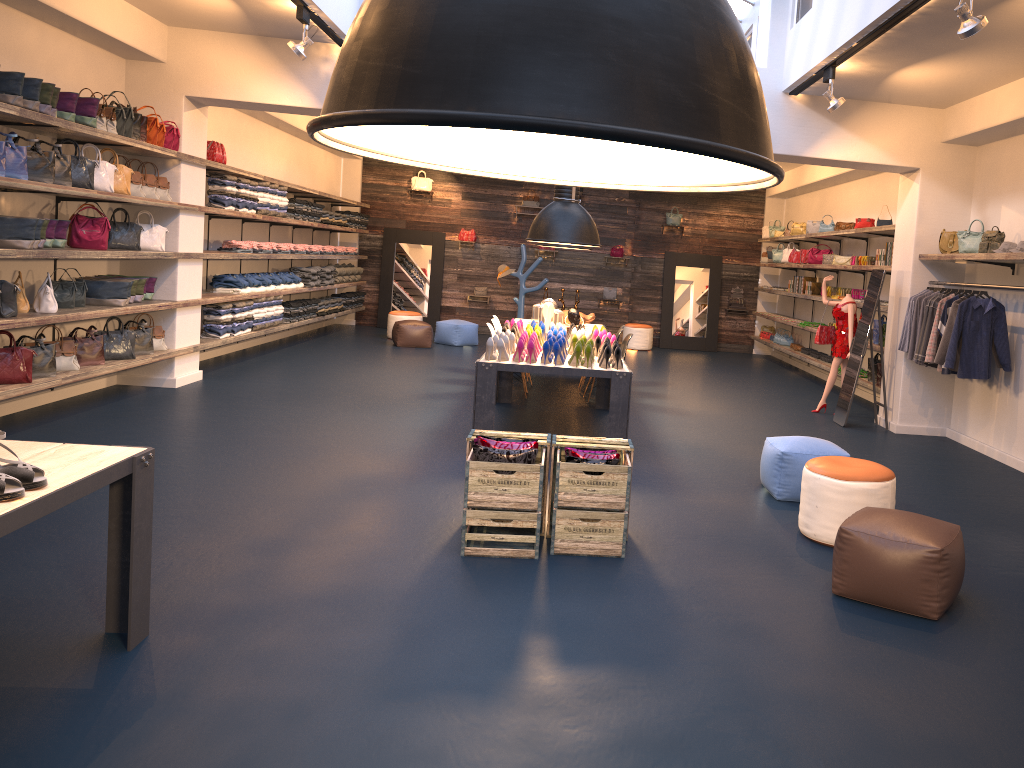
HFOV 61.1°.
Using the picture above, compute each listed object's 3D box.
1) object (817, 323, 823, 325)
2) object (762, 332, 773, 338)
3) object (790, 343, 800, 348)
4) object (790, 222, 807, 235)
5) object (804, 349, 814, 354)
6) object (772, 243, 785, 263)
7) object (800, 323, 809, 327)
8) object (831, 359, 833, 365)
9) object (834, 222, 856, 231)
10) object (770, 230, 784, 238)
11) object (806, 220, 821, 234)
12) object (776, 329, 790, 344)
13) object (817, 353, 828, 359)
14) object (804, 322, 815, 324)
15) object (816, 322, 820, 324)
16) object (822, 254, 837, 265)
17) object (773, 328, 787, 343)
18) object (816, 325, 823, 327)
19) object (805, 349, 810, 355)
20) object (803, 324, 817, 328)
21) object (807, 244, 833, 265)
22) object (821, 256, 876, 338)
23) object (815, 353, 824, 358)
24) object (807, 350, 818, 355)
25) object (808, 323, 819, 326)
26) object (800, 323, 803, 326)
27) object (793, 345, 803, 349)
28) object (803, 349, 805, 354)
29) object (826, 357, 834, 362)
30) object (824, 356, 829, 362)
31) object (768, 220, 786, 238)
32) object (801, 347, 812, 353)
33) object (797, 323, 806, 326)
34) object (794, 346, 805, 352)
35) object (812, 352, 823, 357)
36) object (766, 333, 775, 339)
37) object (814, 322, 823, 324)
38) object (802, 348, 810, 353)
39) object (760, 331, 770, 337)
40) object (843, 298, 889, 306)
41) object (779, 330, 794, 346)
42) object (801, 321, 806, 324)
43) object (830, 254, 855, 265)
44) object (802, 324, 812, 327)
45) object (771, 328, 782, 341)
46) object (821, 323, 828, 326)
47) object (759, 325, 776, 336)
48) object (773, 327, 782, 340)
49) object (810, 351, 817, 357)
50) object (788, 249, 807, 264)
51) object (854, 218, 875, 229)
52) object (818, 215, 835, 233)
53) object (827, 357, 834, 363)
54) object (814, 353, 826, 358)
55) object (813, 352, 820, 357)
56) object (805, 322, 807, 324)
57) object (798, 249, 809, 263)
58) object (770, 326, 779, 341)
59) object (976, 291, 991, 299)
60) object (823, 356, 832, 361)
[{"bbox_3d":[4.884,-0.932,13.689,0.252,0.072,0.080,1,7,-27],"label":"object"},{"bbox_3d":[4.962,-0.939,16.831,0.205,0.118,0.097,9,7,32],"label":"object"},{"bbox_3d":[4.927,-0.660,15.054,0.207,0.082,0.243,6,8,10],"label":"object"},{"bbox_3d":[4.850,-2.615,14.635,0.217,0.232,0.341,-1,9,-41],"label":"object"},{"bbox_3d":[4.825,-0.522,14.064,0.189,0.087,0.065,4,6,-4],"label":"object"},{"bbox_3d":[4.908,-2.393,15.862,0.339,0.365,0.191,10,7,42],"label":"object"},{"bbox_3d":[4.648,-0.927,13.708,0.240,0.057,0.081,3,7,-10],"label":"object"},{"bbox_3d":[4.737,-0.316,12.626,0.180,0.087,0.068,6,6,13],"label":"object"},{"bbox_3d":[4.769,-2.233,12.337,0.353,0.140,0.415,6,8,10],"label":"object"},{"bbox_3d":[4.986,-2.805,16.243,0.250,0.173,0.337,-1,9,-37],"label":"object"},{"bbox_3d":[4.841,-2.502,13.886,0.255,0.228,0.085,10,7,42],"label":"object"},{"bbox_3d":[4.894,-0.847,15.625,0.256,0.281,0.104,8,6,33],"label":"object"},{"bbox_3d":[4.783,-0.423,13.374,0.189,0.087,0.065,4,6,-4],"label":"object"},{"bbox_3d":[4.714,-0.944,13.671,0.235,0.063,0.086,5,7,2],"label":"object"},{"bbox_3d":[4.916,-0.941,13.778,0.247,0.074,0.079,2,7,-19],"label":"object"},{"bbox_3d":[4.783,-1.871,13.054,0.113,0.174,0.249,0,8,-38],"label":"object"},{"bbox_3d":[4.902,-0.877,15.828,0.259,0.281,0.103,7,5,27],"label":"object"},{"bbox_3d":[4.807,-0.889,13.547,0.240,0.057,0.081,3,7,-10],"label":"object"},{"bbox_3d":[4.821,-0.512,13.997,0.189,0.087,0.065,4,6,-4],"label":"object"},{"bbox_3d":[4.637,-0.901,13.528,0.240,0.057,0.081,3,7,-10],"label":"object"},{"bbox_3d":[4.825,-2.026,13.589,0.356,0.335,0.293,3,6,-13],"label":"object"},{"bbox_3d":[4.830,-1.264,12.532,0.457,1.128,2.695,4,8,3],"label":"object"},{"bbox_3d":[4.787,-0.433,13.443,0.189,0.087,0.065,4,6,-4],"label":"object"},{"bbox_3d":[4.817,-0.502,13.928,0.189,0.087,0.065,4,6,-4],"label":"object"},{"bbox_3d":[4.735,-0.928,13.578,0.235,0.067,0.085,5,7,2],"label":"object"},{"bbox_3d":[4.667,-0.939,13.800,0.240,0.057,0.081,3,7,-10],"label":"object"},{"bbox_3d":[4.895,-0.624,14.793,0.220,0.082,0.229,3,8,-11],"label":"object"},{"bbox_3d":[4.830,-0.532,14.134,0.189,0.087,0.065,4,6,-4],"label":"object"},{"bbox_3d":[4.754,-0.356,12.908,0.173,0.087,0.071,10,8,34],"label":"object"},{"bbox_3d":[4.759,-0.366,12.975,0.174,0.087,0.071,9,7,29],"label":"object"},{"bbox_3d":[5.043,-2.943,16.528,0.339,0.365,0.191,10,7,42],"label":"object"},{"bbox_3d":[4.838,-0.551,14.271,0.189,0.087,0.065,4,6,-4],"label":"object"},{"bbox_3d":[4.665,-0.952,13.892,0.240,0.057,0.081,3,7,-10],"label":"object"},{"bbox_3d":[4.838,-0.590,14.531,0.219,0.082,0.229,3,8,-11],"label":"object"},{"bbox_3d":[4.801,-0.462,13.649,0.189,0.087,0.065,4,6,-4],"label":"object"},{"bbox_3d":[4.970,-0.907,16.624,0.204,0.118,0.097,9,7,33],"label":"object"},{"bbox_3d":[4.897,-0.962,13.895,0.220,0.053,0.091,9,9,29],"label":"object"},{"bbox_3d":[4.835,-0.542,14.203,0.189,0.087,0.065,4,6,-4],"label":"object"},{"bbox_3d":[4.975,-0.969,17.044,0.205,0.118,0.097,9,7,32],"label":"object"},{"bbox_3d":[4.706,-1.061,11.236,0.484,0.060,1.523,5,8,2],"label":"object"},{"bbox_3d":[4.889,-0.818,15.423,0.256,0.281,0.104,8,6,33],"label":"object"},{"bbox_3d":[4.724,-0.969,13.851,0.237,0.063,0.084,5,7,-1],"label":"object"},{"bbox_3d":[4.746,-1.794,12.520,0.336,0.174,0.250,11,9,41],"label":"object"},{"bbox_3d":[4.656,-0.913,13.620,0.240,0.057,0.081,3,7,-10],"label":"object"},{"bbox_3d":[4.964,-0.931,16.257,0.191,0.278,0.062,6,5,18],"label":"object"},{"bbox_3d":[4.906,-0.917,13.597,0.252,0.067,0.079,1,8,-26],"label":"object"},{"bbox_3d":[5.085,-1.047,17.247,0.344,0.233,0.215,9,7,31],"label":"object"},{"bbox_3d":[4.953,-0.910,16.112,0.188,0.278,0.063,7,5,29],"label":"object"},{"bbox_3d":[4.804,-0.472,13.716,0.189,0.087,0.065,4,6,-4],"label":"object"},{"bbox_3d":[4.844,-2.162,14.701,0.149,0.252,0.312,0,8,-40],"label":"object"},{"bbox_3d":[4.678,-2.123,11.510,0.258,0.148,0.122,9,7,33],"label":"object"},{"bbox_3d":[4.808,-2.434,13.224,0.256,0.281,0.104,8,6,33],"label":"object"},{"bbox_3d":[4.750,-0.347,12.841,0.172,0.087,0.071,11,8,39],"label":"object"},{"bbox_3d":[4.791,-0.442,13.509,0.189,0.087,0.065,4,6,-4],"label":"object"},{"bbox_3d":[4.796,-0.452,13.580,0.189,0.087,0.065,4,6,-4],"label":"object"},{"bbox_3d":[4.746,-0.953,13.759,0.235,0.067,0.084,5,7,2],"label":"object"},{"bbox_3d":[4.775,-2.083,14.139,0.145,0.248,0.299,2,7,-27],"label":"object"},{"bbox_3d":[4.970,-0.949,16.386,0.188,0.278,0.063,7,5,29],"label":"object"},{"bbox_3d":[4.426,-0.831,8.153,0.437,0.218,0.010,4,4,-6],"label":"object"},{"bbox_3d":[4.764,-0.376,13.046,0.174,0.087,0.071,9,7,29],"label":"object"}]
